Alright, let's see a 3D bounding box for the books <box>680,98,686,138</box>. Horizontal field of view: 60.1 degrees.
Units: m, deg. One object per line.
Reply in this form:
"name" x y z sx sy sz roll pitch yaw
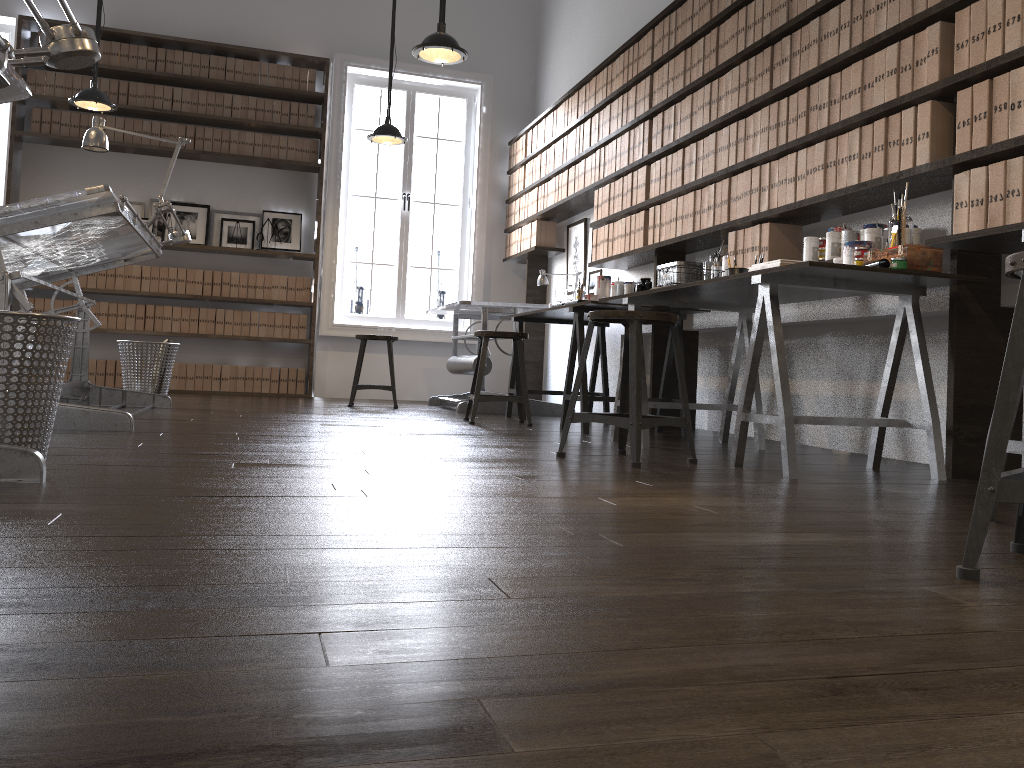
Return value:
"books" 1.024 -1.450 4.885 0.174 0.226 0.066 3 -2 -16

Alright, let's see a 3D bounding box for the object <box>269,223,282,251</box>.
"object" -2.073 -1.277 7.762 0.110 0.262 0.040 3 -2 -16

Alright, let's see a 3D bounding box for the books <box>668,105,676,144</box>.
"books" 0.980 -1.453 5.020 0.174 0.226 0.066 3 -2 -16

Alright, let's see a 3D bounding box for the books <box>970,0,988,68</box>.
"books" 1.594 -1.130 2.896 0.174 0.226 0.066 3 -2 -16

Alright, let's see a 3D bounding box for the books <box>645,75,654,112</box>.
"books" 0.897 -1.737 5.353 0.174 0.226 0.067 3 -2 -16

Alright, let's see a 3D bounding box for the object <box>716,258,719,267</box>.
"object" 1.056 -0.585 4.521 0.008 0.125 0.041 4 -2 -28

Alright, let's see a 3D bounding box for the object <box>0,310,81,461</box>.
"object" -1.237 0.019 2.116 0.353 0.378 0.352 3 -1 5

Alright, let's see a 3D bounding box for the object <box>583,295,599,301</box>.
"object" 0.495 -0.487 5.570 0.104 0.142 0.105 3 -1 -24

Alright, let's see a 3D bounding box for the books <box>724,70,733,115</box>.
"books" 1.157 -1.438 4.424 0.174 0.226 0.066 3 -2 -16

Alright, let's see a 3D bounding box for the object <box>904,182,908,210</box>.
"object" 1.296 -0.553 2.926 0.020 0.229 0.007 2 -2 15

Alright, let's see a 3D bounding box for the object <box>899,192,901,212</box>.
"object" 1.279 -0.534 2.921 0.008 0.186 0.071 1 -2 26

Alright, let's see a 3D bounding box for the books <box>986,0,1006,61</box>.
"books" 1.610 -1.128 2.827 0.174 0.226 0.067 3 -2 -16

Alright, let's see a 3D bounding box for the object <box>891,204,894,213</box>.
"object" 1.271 -0.521 2.928 0.038 0.154 0.008 1 -3 33

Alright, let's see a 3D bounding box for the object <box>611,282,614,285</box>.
"object" 0.689 -0.618 5.953 0.051 0.140 0.050 3 -2 -19

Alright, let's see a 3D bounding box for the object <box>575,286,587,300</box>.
"object" 0.582 -0.574 5.751 0.345 0.146 0.077 3 -2 6

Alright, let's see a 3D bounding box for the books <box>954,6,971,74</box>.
"books" 1.576 -1.131 2.963 0.174 0.226 0.066 3 -2 -16

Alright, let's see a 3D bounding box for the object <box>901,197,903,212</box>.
"object" 1.290 -0.535 2.936 0.006 0.182 0.053 1 -2 26

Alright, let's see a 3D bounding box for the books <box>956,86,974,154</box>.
"books" 1.568 -0.856 2.935 0.174 0.226 0.066 3 -2 -16

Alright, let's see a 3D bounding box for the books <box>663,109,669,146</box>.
"books" 0.965 -1.455 5.089 0.174 0.226 0.066 3 -2 -16

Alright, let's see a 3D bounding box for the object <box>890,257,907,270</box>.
"object" 1.208 -0.374 2.767 0.049 0.037 0.049 3 0 -13

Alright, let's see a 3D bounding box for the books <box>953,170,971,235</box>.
"books" 1.552 -0.579 2.922 0.174 0.226 0.066 3 -2 -16

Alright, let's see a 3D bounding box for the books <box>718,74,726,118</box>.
"books" 1.141 -1.440 4.492 0.174 0.226 0.066 3 -2 -16

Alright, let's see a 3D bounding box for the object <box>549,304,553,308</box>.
"object" 0.281 -0.487 5.974 0.068 0.104 0.068 3 -1 -12

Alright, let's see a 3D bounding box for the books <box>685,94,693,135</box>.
"books" 1.038 -1.448 4.819 0.174 0.226 0.067 3 -2 -16

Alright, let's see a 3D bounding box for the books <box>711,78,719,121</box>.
"books" 1.119 -1.442 4.559 0.174 0.226 0.066 3 -2 -16

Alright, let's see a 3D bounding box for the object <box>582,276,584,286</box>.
"object" 0.453 -0.610 5.757 0.006 0.193 0.055 3 -2 -18

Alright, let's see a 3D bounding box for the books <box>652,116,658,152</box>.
"books" 0.922 -1.458 5.232 0.174 0.226 0.066 3 -2 -16

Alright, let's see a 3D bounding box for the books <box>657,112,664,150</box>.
"books" 0.938 -1.457 5.160 0.174 0.226 0.067 3 -2 -16

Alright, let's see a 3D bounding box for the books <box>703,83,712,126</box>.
"books" 1.096 -1.444 4.625 0.174 0.226 0.067 3 -2 -16

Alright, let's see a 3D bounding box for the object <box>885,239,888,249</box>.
"object" 1.264 -0.431 3.013 0.005 0.130 0.040 3 -2 -18

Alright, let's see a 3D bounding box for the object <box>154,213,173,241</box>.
"object" -2.921 -1.312 7.462 0.174 0.261 0.040 3 -2 -16

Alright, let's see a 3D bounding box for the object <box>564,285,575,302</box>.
"object" 0.384 -0.548 5.933 0.068 0.238 0.069 3 -2 -19

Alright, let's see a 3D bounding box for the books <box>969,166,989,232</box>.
"books" 1.570 -0.577 2.851 0.174 0.226 0.066 3 -2 -16

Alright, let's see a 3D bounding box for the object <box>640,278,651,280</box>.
"object" 0.793 -0.586 5.544 0.107 0.162 0.235 1 -1 39

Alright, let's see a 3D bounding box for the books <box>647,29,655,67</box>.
"books" 0.910 -2.014 5.357 0.174 0.226 0.066 3 -2 -16

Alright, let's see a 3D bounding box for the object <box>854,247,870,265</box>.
"object" 1.199 -0.412 3.037 0.049 0.112 0.049 3 -2 -13

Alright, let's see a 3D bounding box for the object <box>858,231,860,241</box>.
"object" 1.397 -0.546 3.538 0.045 0.128 0.044 3 -2 1

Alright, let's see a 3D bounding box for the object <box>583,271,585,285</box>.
"object" 0.460 -0.624 5.768 0.021 0.228 0.007 3 -2 -5

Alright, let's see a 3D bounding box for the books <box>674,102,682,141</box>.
"books" 1.004 -1.451 4.953 0.174 0.226 0.066 3 -2 -16

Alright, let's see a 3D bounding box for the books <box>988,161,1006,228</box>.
"books" 1.590 -0.575 2.782 0.174 0.226 0.067 3 -2 -16

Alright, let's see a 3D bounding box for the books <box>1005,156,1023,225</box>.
"books" 1.612 -0.574 2.723 0.174 0.226 0.066 3 -2 -16

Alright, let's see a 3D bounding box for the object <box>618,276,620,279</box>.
"object" 0.715 -0.644 6.031 0.033 0.185 0.005 4 -3 -23

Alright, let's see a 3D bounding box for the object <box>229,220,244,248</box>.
"object" -2.371 -1.288 7.637 0.124 0.261 0.040 3 -2 -16

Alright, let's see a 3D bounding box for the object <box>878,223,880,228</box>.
"object" 1.409 -0.554 3.380 0.036 0.119 0.005 3 -2 -20

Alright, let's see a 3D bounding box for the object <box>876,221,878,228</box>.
"object" 1.400 -0.553 3.381 0.029 0.135 0.004 3 -2 -21

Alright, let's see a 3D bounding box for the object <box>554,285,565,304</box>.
"object" 0.316 -0.547 5.913 0.068 0.230 0.069 3 -2 -19

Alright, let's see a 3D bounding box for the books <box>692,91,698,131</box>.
"books" 1.061 -1.447 4.756 0.174 0.226 0.066 3 -2 -16

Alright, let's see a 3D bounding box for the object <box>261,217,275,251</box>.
"object" -2.130 -1.301 7.717 0.118 0.305 0.040 3 -2 -16

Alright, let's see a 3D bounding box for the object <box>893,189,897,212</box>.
"object" 1.276 -0.546 2.940 0.007 0.214 0.055 3 -2 -10

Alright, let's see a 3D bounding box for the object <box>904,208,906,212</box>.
"object" 1.289 -0.511 2.914 0.011 0.135 0.005 2 -2 4

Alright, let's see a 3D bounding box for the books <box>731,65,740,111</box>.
"books" 1.174 -1.437 4.354 0.174 0.226 0.066 3 -2 -16

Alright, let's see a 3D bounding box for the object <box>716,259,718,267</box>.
"object" 1.050 -0.578 4.524 0.004 0.127 0.028 3 -2 -18

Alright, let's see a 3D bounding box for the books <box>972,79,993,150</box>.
"books" 1.583 -0.854 2.863 0.174 0.226 0.067 3 -2 -16

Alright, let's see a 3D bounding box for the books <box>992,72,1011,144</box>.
"books" 1.610 -0.852 2.792 0.174 0.226 0.066 3 -2 -16

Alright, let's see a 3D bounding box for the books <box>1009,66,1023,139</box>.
"books" 1.625 -0.851 2.723 0.174 0.226 0.066 3 -2 -16

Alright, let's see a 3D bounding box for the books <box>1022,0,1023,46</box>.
"books" 1.651 -1.125 2.698 0.174 0.226 0.066 3 -2 -16

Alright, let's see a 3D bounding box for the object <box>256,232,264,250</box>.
"object" -2.181 -1.233 7.663 0.066 0.166 0.040 3 -2 -16

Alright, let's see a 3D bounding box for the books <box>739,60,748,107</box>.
"books" 1.194 -1.435 4.285 0.174 0.226 0.067 3 -2 -16

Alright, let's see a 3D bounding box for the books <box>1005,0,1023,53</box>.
"books" 1.632 -1.126 2.758 0.174 0.226 0.066 3 -2 -16

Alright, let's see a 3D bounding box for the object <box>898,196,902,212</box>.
"object" 1.271 -0.531 2.919 0.021 0.180 0.005 2 -2 3
